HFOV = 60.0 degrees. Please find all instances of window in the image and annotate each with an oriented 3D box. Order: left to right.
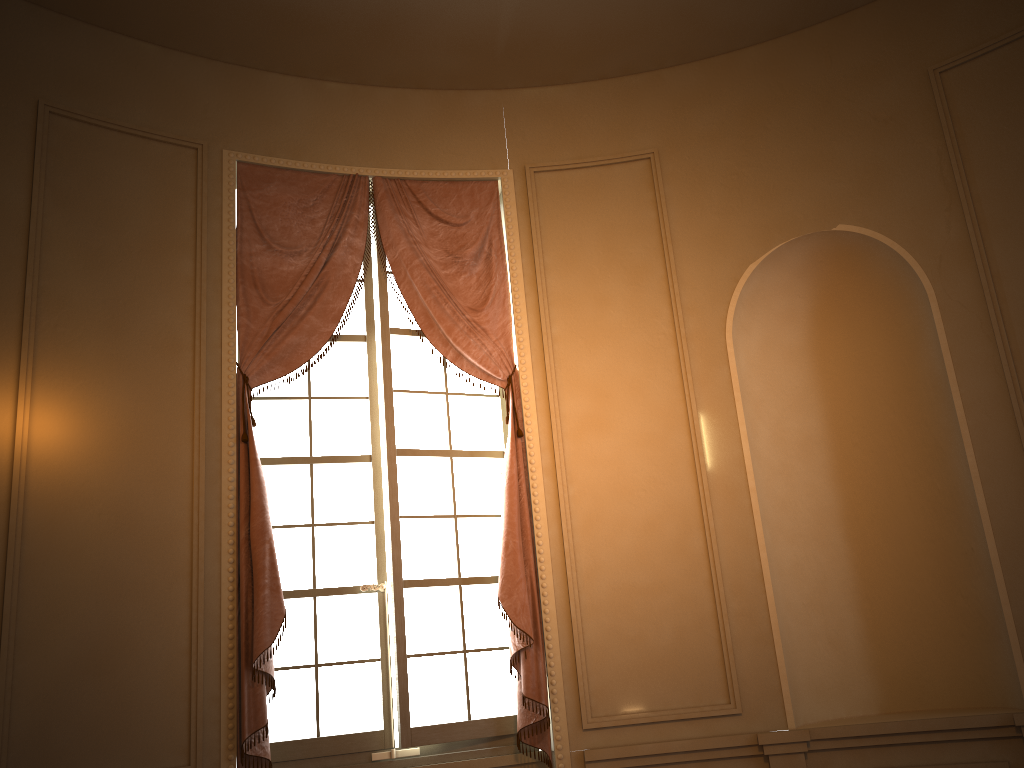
[{"bbox_3d":[-0.619,0.335,4.242,1.325,2.802,0.153,0,-17,-17],"label":"window"}]

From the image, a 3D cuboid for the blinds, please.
[{"bbox_3d":[-0.552,0.322,4.018,1.350,2.940,0.286,0,-17,-17],"label":"blinds"}]
